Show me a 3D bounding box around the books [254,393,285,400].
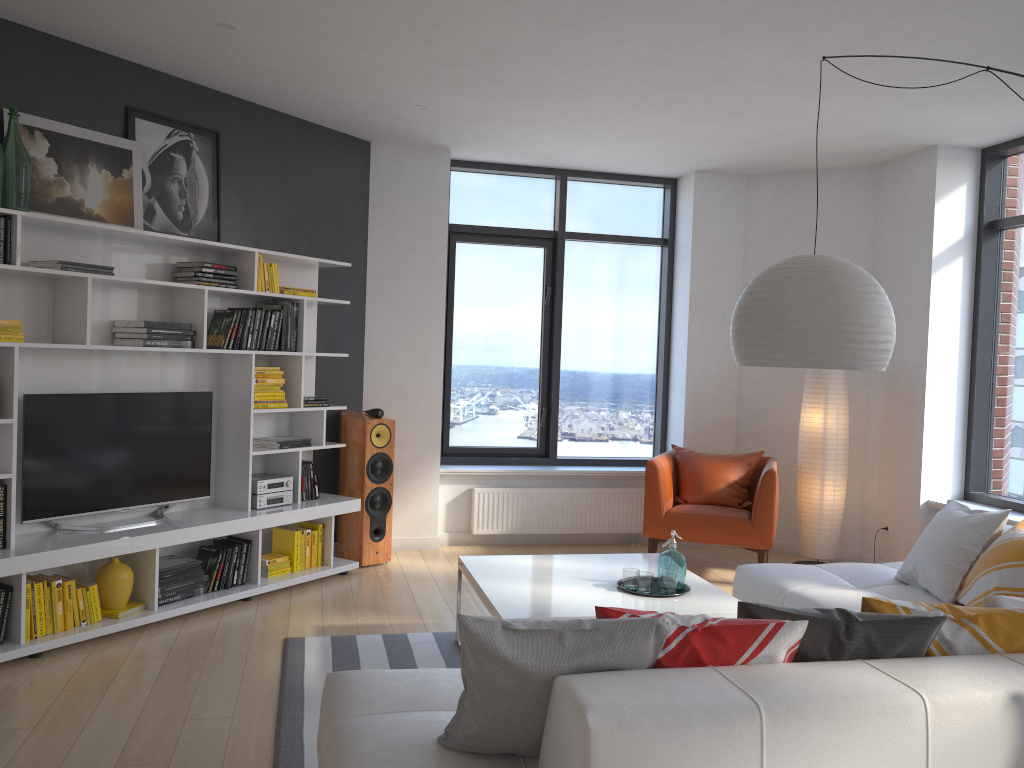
[{"bbox_3d":[-1.563,0.071,5.487,0.189,0.042,0.243,3,2,32],"label":"books"}]

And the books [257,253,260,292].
[{"bbox_3d":[-1.566,-0.664,5.285,0.161,0.229,0.041,3,2,31],"label":"books"}]

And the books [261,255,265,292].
[{"bbox_3d":[-1.561,-0.664,5.345,0.164,0.224,0.054,3,2,31],"label":"books"}]

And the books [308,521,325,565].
[{"bbox_3d":[-1.311,1.033,5.790,0.213,0.270,0.025,3,2,32],"label":"books"}]

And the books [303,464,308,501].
[{"bbox_3d":[-1.392,0.630,5.730,0.170,0.236,0.049,3,2,33],"label":"books"}]

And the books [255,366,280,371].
[{"bbox_3d":[-1.581,-0.096,5.501,0.163,0.023,0.223,3,2,36],"label":"books"}]

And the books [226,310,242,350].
[{"bbox_3d":[-1.688,-0.317,5.211,0.187,0.234,0.096,3,2,33],"label":"books"}]

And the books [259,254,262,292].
[{"bbox_3d":[-1.570,-0.664,5.315,0.163,0.224,0.041,3,2,31],"label":"books"}]

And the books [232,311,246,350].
[{"bbox_3d":[-1.660,-0.317,5.230,0.169,0.233,0.081,3,2,31],"label":"books"}]

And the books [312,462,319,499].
[{"bbox_3d":[-1.345,0.627,5.796,0.177,0.242,0.066,3,2,32],"label":"books"}]

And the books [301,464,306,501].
[{"bbox_3d":[-1.411,0.629,5.713,0.189,0.240,0.053,3,2,33],"label":"books"}]

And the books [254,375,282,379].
[{"bbox_3d":[-1.566,-0.049,5.494,0.227,0.022,0.160,1,2,-42],"label":"books"}]

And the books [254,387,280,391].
[{"bbox_3d":[-1.562,0.026,5.473,0.145,0.023,0.217,3,2,36],"label":"books"}]

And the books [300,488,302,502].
[{"bbox_3d":[-1.430,0.613,5.688,0.202,0.268,0.053,3,2,32],"label":"books"}]

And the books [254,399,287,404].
[{"bbox_3d":[-1.561,0.105,5.485,0.203,0.024,0.257,3,2,35],"label":"books"}]

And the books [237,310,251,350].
[{"bbox_3d":[-1.631,-0.320,5.252,0.172,0.242,0.069,3,2,33],"label":"books"}]

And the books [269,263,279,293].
[{"bbox_3d":[-1.490,-0.643,5.410,0.141,0.184,0.064,3,2,33],"label":"books"}]

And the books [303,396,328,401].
[{"bbox_3d":[-1.334,0.094,5.780,0.161,0.023,0.213,3,2,36],"label":"books"}]

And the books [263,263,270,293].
[{"bbox_3d":[-1.527,-0.640,5.360,0.132,0.180,0.054,3,2,32],"label":"books"}]

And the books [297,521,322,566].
[{"bbox_3d":[-1.318,1.034,5.762,0.204,0.270,0.029,3,2,32],"label":"books"}]

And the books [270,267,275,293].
[{"bbox_3d":[-1.491,-0.630,5.383,0.108,0.161,0.046,3,2,31],"label":"books"}]

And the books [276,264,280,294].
[{"bbox_3d":[-1.485,-0.644,5.434,0.142,0.184,0.044,3,2,33],"label":"books"}]

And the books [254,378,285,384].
[{"bbox_3d":[-1.562,-0.021,5.499,0.176,0.033,0.239,3,2,35],"label":"books"}]

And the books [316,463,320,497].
[{"bbox_3d":[-1.354,0.629,5.841,0.179,0.233,0.077,3,2,32],"label":"books"}]

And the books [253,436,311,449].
[{"bbox_3d":[-1.471,0.371,5.639,0.250,0.047,0.310,3,2,28],"label":"books"}]

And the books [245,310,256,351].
[{"bbox_3d":[-1.621,-0.322,5.305,0.179,0.243,0.068,3,2,31],"label":"books"}]

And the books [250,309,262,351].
[{"bbox_3d":[-1.605,-0.327,5.339,0.191,0.249,0.084,3,2,32],"label":"books"}]

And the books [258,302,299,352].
[{"bbox_3d":[-1.479,-0.360,5.583,0.259,0.321,0.128,3,2,32],"label":"books"}]

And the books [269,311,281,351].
[{"bbox_3d":[-1.526,-0.327,5.458,0.191,0.249,0.084,3,2,32],"label":"books"}]

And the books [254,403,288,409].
[{"bbox_3d":[-1.553,0.130,5.484,0.194,0.028,0.257,3,2,37],"label":"books"}]

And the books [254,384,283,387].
[{"bbox_3d":[-1.570,0.005,5.492,0.171,0.019,0.239,3,2,32],"label":"books"}]

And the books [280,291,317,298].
[{"bbox_3d":[-1.403,-0.568,5.631,0.194,0.028,0.257,3,2,37],"label":"books"}]

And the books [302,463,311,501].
[{"bbox_3d":[-1.374,0.627,5.744,0.169,0.242,0.050,3,2,32],"label":"books"}]

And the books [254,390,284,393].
[{"bbox_3d":[-1.575,0.042,5.492,0.189,0.014,0.251,3,2,35],"label":"books"}]

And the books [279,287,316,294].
[{"bbox_3d":[-1.410,-0.594,5.633,0.203,0.024,0.257,3,2,35],"label":"books"}]

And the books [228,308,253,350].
[{"bbox_3d":[-1.640,-0.329,5.285,0.192,0.254,0.075,3,2,31],"label":"books"}]

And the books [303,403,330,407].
[{"bbox_3d":[-1.321,0.133,5.770,0.161,0.023,0.213,3,2,36],"label":"books"}]

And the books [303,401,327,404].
[{"bbox_3d":[-1.323,0.114,5.770,0.142,0.015,0.198,3,2,31],"label":"books"}]

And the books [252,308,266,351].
[{"bbox_3d":[-1.587,-0.332,5.368,0.197,0.260,0.066,3,2,32],"label":"books"}]

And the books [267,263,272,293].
[{"bbox_3d":[-1.510,-0.640,5.373,0.128,0.178,0.044,3,2,32],"label":"books"}]

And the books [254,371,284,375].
[{"bbox_3d":[-1.558,-0.072,5.498,0.163,0.023,0.223,3,2,36],"label":"books"}]

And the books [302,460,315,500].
[{"bbox_3d":[-1.367,0.621,5.775,0.193,0.255,0.066,3,2,32],"label":"books"}]
